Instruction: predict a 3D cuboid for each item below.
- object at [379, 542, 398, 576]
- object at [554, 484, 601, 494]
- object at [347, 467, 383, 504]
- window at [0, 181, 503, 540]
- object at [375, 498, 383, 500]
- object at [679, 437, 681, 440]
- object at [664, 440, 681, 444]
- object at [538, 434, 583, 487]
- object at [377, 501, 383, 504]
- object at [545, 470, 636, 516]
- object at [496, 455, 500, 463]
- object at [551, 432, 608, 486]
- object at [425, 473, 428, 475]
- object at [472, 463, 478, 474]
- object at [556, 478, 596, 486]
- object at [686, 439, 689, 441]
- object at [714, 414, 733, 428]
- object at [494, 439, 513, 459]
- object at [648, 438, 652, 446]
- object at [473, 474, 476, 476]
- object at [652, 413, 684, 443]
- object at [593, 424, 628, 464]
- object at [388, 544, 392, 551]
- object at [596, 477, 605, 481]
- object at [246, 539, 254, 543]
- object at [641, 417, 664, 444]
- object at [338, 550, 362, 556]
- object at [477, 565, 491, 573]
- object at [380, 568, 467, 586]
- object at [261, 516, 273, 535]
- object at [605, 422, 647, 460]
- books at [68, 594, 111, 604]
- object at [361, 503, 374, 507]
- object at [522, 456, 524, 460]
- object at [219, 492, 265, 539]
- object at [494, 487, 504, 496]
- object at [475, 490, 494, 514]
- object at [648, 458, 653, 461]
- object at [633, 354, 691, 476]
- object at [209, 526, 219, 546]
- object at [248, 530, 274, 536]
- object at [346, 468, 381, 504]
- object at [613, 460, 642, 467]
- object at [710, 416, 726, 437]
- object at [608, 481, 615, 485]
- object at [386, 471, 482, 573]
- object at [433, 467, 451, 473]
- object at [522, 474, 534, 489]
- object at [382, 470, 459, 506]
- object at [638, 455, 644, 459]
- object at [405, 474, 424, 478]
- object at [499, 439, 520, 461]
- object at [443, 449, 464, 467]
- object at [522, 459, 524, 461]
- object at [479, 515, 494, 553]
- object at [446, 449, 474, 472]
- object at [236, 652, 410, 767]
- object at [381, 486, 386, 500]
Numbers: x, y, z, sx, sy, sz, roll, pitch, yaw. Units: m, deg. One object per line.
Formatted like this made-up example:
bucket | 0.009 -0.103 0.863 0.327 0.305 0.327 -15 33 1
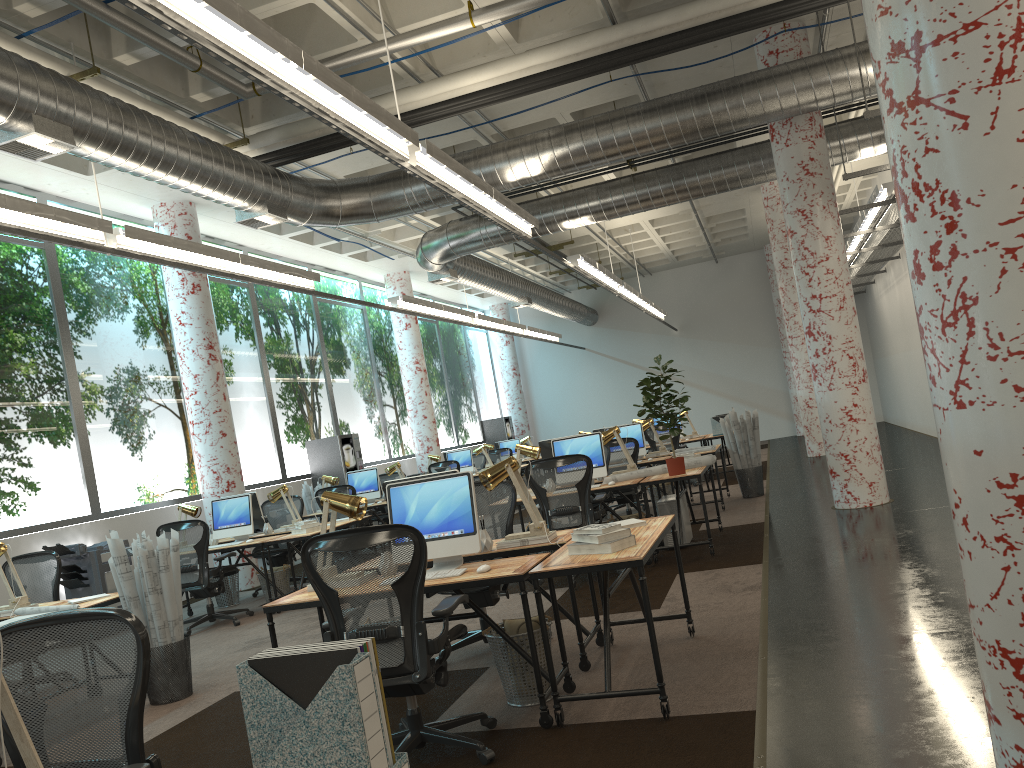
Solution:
object | -0.674 0.922 4.751 0.101 0.209 0.102 -10 -1 -29
object | 0.589 0.954 8.034 0.440 0.017 0.118 -11 -3 16
object | -2.147 1.487 12.890 0.485 0.485 0.189 -10 -1 16
window | -4.168 -0.303 12.883 0.050 3.759 26.166 -10 -3 16
object | -2.020 1.712 13.095 0.440 0.017 0.118 -11 -3 16
object | 2.887 0.883 15.479 0.101 0.209 0.102 -10 -1 -29
object | 2.614 0.992 14.846 0.440 0.017 0.118 -11 -3 16
object | 0.536 0.770 8.822 0.485 0.485 0.189 -10 -1 16
object | -1.788 1.605 12.002 0.059 0.029 0.106 -11 -3 17
object | 0.778 1.207 8.318 0.850 0.933 0.104 -10 0 12
object | -0.301 1.658 19.399 0.101 0.209 0.102 -10 -1 -29
object | 0.635 0.721 8.240 0.485 0.485 0.189 -10 -1 16
object | -1.234 1.369 11.979 0.281 0.302 0.150 -10 -1 16
object | -0.705 1.574 16.558 0.101 0.209 0.102 -10 -1 -29
object | 0.663 0.995 9.027 0.440 0.017 0.118 -11 -3 16
object | 2.920 0.926 14.745 0.059 0.029 0.106 -11 -3 17
object | 3.716 0.694 15.550 0.281 0.302 0.150 -10 -1 16
object | -0.122 1.510 19.826 0.485 0.485 0.189 -10 -1 16
object | 2.381 0.957 15.205 0.101 0.209 0.102 -10 -1 -29
object | -0.672 1.618 15.824 0.059 0.029 0.106 -11 -3 17
object | 2.660 0.759 15.052 0.485 0.485 0.189 -10 -1 16
object | 1.353 0.813 11.845 0.485 0.485 0.189 -10 -1 16
object | -1.597 2.117 12.253 0.359 0.435 0.353 -10 -1 13
object | 0.862 0.844 8.668 0.101 0.209 0.102 -10 -1 -29
object | -2.662 1.595 9.007 0.059 0.029 0.106 -11 -3 17
object | 2.561 0.808 15.633 0.485 0.485 0.189 -10 -1 16
object | -2.340 2.285 12.943 0.351 0.435 0.370 -9 -2 -38
object | -0.135 0.892 4.291 0.059 0.029 0.106 -11 -3 17
object | -0.442 0.958 4.391 0.440 0.017 0.118 -11 -3 16
object | -2.696 1.551 9.740 0.101 0.209 0.102 -10 -1 -29
object | 1.453 0.764 11.264 0.485 0.485 0.189 -10 -1 16
books | -2.956 1.500 6.189 0.242 0.019 0.206 -8 -4 -36
object | -2.094 1.671 12.102 0.440 0.017 0.118 -11 -3 16
object | 0.204 1.584 19.673 0.101 0.209 0.102 -10 -1 -29
object | -3.022 1.477 9.894 0.485 0.485 0.189 -10 -1 16
object | -0.313 2.308 19.880 0.359 0.435 0.353 -10 -1 13
object | -1.134 2.170 14.700 0.367 0.436 3.401 -11 -3 26
object | 1.713 0.931 10.957 0.059 0.029 0.106 -11 -3 17
object | 1.339 0.272 7.779 0.514 1.077 0.438 -10 -1 7
object | -3.201 1.625 9.466 0.101 0.209 0.102 -10 -1 -29
object | -2.895 1.702 10.100 0.440 0.017 0.118 -11 -3 16
object | -2.265 1.848 12.394 1.080 1.209 0.190 -10 0 17
object | 1.406 0.998 11.058 0.440 0.017 0.118 -11 -3 16
object | 3.432 0.690 14.580 0.281 0.302 0.150 -10 -1 16
object | 0.896 0.888 7.934 0.059 0.029 0.106 -11 -3 17
object | -0.396 0.725 4.597 0.485 0.485 0.189 -10 -1 16
object | -0.992 1.372 12.807 0.281 0.302 0.150 -10 -1 16
object | 0.428 2.140 19.190 0.359 0.435 0.353 -10 -1 13
object | -0.495 0.774 5.179 0.485 0.485 0.189 -10 -1 16
object | 1.680 0.888 11.691 0.101 0.209 0.102 -10 -1 -29
object | -1.275 1.369 11.837 0.281 0.302 0.150 -10 -1 16
object | -0.023 1.461 19.245 0.485 0.485 0.189 -10 -1 16
object | -1.032 1.500 16.712 0.485 0.485 0.189 -10 -1 16
object | 0.237 1.628 18.939 0.059 0.029 0.106 -11 -3 17
object | -0.169 0.848 5.025 0.101 0.209 0.102 -10 -1 -29
object | -0.932 1.450 16.131 0.485 0.485 0.189 -10 -1 16
object | -0.356 0.647 1.603 0.281 0.302 0.150 -10 -1 16
object | -1.821 1.561 12.736 0.101 0.209 0.102 -10 -1 -29
